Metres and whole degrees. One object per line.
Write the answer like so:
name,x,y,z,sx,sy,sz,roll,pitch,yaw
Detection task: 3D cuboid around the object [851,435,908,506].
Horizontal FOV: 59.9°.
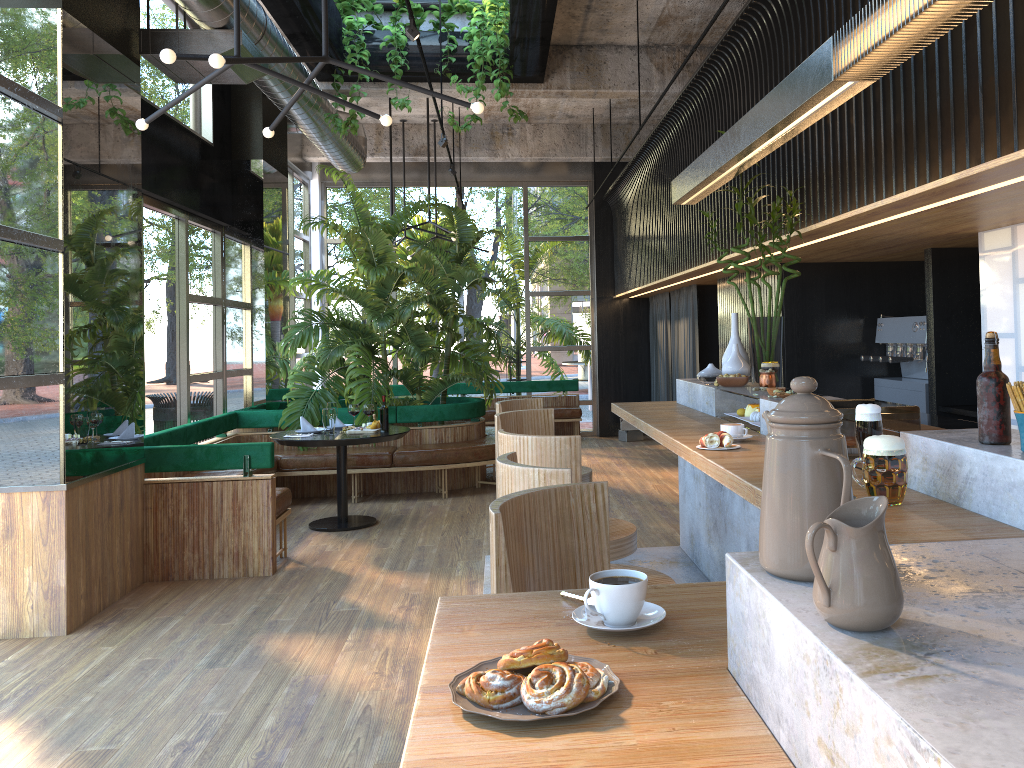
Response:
object,0.935,0.214,2.242,0.113,0.172,0.135,-1,0,-9

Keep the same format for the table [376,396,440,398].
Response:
table,-1.435,0.560,11.135,1.141,0.750,1.060,-2,2,-23

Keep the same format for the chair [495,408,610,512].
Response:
chair,0.201,0.625,4.301,0.570,0.969,0.524,-1,0,-28

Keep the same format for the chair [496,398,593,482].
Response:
chair,0.190,0.583,5.106,0.542,0.969,0.552,-1,0,7

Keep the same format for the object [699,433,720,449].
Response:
object,0.748,0.212,3.367,0.062,0.059,0.073,-2,1,-12

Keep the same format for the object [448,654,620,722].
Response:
object,0.028,0.374,1.094,0.197,0.013,0.215,1,4,33

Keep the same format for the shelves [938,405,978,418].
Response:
shelves,3.135,0.180,5.571,0.528,0.035,0.862,-1,3,-2

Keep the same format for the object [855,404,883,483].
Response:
object,0.992,0.170,2.467,0.072,0.232,0.077,-2,-1,30

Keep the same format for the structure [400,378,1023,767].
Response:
structure,2.805,0.431,2.431,5.896,1.729,7.076,-1,3,-3

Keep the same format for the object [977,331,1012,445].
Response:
object,1.184,0.008,2.185,0.072,0.276,0.078,-2,-1,33

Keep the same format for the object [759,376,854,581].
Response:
object,0.350,0.108,1.077,0.123,0.234,0.205,-1,0,-35

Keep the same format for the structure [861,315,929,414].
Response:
structure,2.971,0.273,6.532,0.554,1.594,0.832,-1,0,-2

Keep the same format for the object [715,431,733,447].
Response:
object,0.800,0.210,3.387,0.073,0.060,0.125,-2,2,-33

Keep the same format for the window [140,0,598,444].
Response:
window,-0.781,-1.897,2.989,4.173,6.489,20.227,-1,3,-1

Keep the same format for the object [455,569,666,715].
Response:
object,0.067,0.336,1.233,0.175,0.073,0.434,0,3,33

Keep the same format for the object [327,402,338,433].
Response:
object,-1.450,0.272,7.155,0.096,0.245,0.089,-1,-1,-20

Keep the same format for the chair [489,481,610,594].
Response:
chair,0.234,0.747,1.979,0.521,0.969,0.574,-2,0,44

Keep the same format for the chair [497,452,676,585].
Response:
chair,0.236,0.707,2.746,0.574,0.969,0.521,-1,0,-43

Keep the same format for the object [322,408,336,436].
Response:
object,-1.440,0.299,6.988,0.101,0.209,0.110,-2,-1,32

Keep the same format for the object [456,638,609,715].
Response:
object,0.032,0.355,1.087,0.155,0.052,0.161,1,3,41

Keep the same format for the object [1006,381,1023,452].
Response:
object,1.184,0.074,2.017,0.103,0.161,0.107,-1,0,31

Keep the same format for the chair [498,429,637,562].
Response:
chair,0.228,0.664,3.557,0.531,0.969,0.563,-1,0,20

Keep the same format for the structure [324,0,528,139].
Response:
structure,-0.661,-3.015,8.270,2.095,1.516,1.464,-1,1,25

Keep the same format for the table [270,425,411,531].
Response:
table,-1.380,0.766,7.211,1.151,0.750,1.050,-2,2,-34

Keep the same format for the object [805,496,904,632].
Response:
object,0.333,0.175,0.875,0.099,0.119,0.087,-1,0,5

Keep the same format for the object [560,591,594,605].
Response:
object,0.113,0.347,1.436,0.030,0.027,0.131,-2,3,-24

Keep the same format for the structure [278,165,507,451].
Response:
structure,-1.276,-0.645,9.589,2.504,3.436,2.592,-1,0,-18

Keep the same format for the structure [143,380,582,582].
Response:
structure,0.388,0.547,3.055,6.079,1.548,19.980,-1,3,-1

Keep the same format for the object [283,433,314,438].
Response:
object,-1.654,0.400,6.975,0.257,0.019,0.156,-2,3,-4

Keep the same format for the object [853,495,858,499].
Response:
object,0.806,0.294,2.271,0.157,0.013,0.143,-3,4,-32

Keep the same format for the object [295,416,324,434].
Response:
object,-1.647,0.331,7.233,0.240,0.139,0.225,-2,2,-19
